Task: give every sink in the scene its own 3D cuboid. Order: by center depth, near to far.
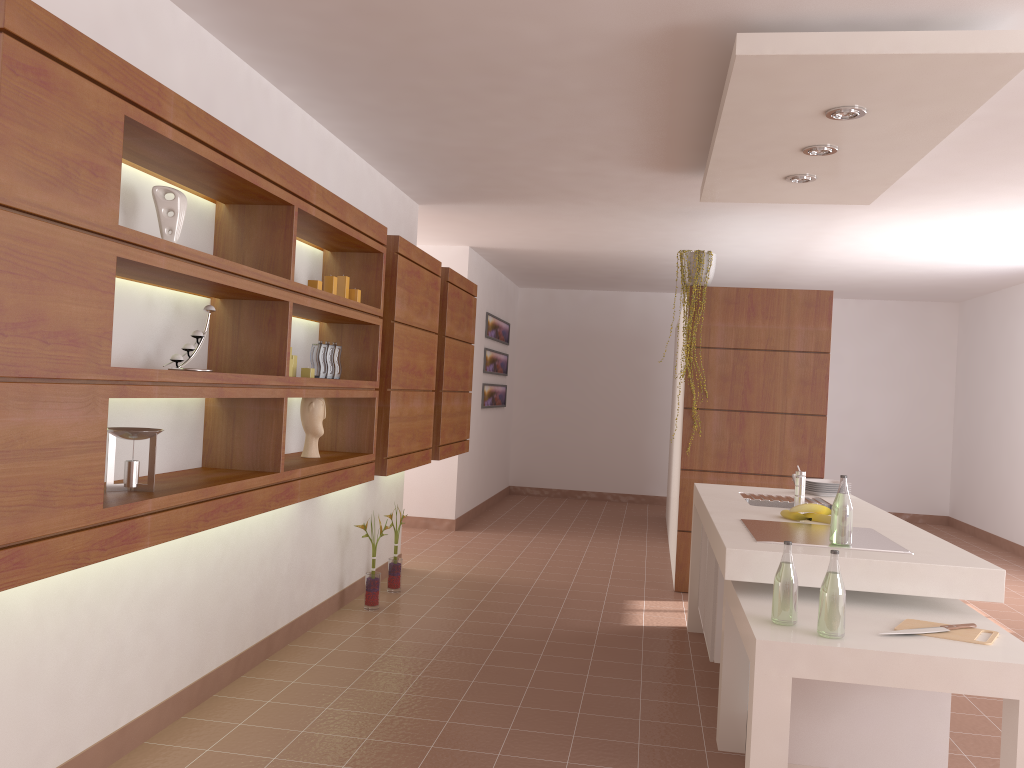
[{"bbox_3d":[1.311,0.554,4.209,0.404,0.368,0.668,3,0,9],"label":"sink"}]

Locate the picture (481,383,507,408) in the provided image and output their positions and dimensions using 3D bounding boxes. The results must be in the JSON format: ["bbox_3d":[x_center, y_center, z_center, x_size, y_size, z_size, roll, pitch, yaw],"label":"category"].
[{"bbox_3d":[-0.179,0.126,9.401,0.015,0.248,1.408,3,0,9],"label":"picture"}]

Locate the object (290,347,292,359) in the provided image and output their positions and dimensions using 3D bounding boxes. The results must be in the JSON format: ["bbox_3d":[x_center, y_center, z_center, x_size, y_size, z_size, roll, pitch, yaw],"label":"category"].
[{"bbox_3d":[-0.913,-0.090,3.553,0.044,0.120,0.044,3,0,9],"label":"object"}]

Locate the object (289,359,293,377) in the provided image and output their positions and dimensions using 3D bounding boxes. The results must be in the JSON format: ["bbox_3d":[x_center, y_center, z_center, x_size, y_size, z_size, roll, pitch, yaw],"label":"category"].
[{"bbox_3d":[-0.890,-0.064,3.485,0.044,0.070,0.044,3,0,9],"label":"object"}]

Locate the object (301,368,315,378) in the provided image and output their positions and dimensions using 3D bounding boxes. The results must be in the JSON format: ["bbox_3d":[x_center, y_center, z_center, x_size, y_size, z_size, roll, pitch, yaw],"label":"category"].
[{"bbox_3d":[-0.849,-0.046,3.687,0.044,0.040,0.044,3,0,9],"label":"object"}]

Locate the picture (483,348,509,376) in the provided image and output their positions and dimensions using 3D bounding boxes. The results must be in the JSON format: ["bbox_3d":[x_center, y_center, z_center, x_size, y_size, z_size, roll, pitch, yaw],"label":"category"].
[{"bbox_3d":[-0.161,-0.223,9.403,0.015,0.248,1.408,3,0,9],"label":"picture"}]

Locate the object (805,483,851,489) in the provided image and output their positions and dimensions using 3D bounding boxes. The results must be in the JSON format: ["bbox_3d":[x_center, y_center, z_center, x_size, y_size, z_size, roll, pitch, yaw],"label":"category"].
[{"bbox_3d":[1.638,0.538,4.639,0.228,0.020,0.228,3,0,-9],"label":"object"}]

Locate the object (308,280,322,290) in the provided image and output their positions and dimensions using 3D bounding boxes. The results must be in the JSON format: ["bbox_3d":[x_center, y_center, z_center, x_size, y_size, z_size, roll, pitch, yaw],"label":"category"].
[{"bbox_3d":[-0.771,-0.388,3.468,0.044,0.049,0.044,3,0,9],"label":"object"}]

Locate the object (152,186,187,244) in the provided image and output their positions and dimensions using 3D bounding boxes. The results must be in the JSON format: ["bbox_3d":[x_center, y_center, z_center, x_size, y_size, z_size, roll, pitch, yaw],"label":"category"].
[{"bbox_3d":[-1.009,-0.480,2.602,0.103,0.197,0.071,3,0,-30],"label":"object"}]

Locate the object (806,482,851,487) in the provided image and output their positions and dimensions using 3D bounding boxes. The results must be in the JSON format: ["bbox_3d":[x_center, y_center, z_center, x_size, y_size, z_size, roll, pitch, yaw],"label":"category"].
[{"bbox_3d":[1.639,0.528,4.639,0.228,0.020,0.228,3,0,-9],"label":"object"}]

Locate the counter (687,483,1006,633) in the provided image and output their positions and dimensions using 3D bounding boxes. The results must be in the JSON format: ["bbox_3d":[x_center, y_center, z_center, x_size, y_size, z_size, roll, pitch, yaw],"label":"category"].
[{"bbox_3d":[1.226,0.953,3.791,0.821,0.800,2.156,3,0,9],"label":"counter"}]

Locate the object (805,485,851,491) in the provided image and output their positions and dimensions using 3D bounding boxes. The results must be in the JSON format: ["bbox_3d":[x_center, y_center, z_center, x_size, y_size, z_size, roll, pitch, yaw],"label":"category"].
[{"bbox_3d":[1.638,0.548,4.639,0.228,0.020,0.228,3,0,-9],"label":"object"}]

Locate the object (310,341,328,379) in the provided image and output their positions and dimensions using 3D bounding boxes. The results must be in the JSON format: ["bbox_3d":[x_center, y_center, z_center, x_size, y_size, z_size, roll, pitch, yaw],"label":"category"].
[{"bbox_3d":[-0.845,-0.107,3.880,0.054,0.165,0.065,3,0,25],"label":"object"}]

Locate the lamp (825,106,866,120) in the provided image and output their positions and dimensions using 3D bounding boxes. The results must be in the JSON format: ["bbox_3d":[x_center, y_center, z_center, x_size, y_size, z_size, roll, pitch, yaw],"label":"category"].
[{"bbox_3d":[1.244,-1.027,3.304,0.143,0.059,0.143,3,0,-8],"label":"lamp"}]

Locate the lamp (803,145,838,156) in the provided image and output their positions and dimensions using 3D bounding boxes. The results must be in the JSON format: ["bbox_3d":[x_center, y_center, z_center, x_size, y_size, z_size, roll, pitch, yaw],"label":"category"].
[{"bbox_3d":[1.323,-1.020,3.804,0.143,0.059,0.143,3,0,37],"label":"lamp"}]

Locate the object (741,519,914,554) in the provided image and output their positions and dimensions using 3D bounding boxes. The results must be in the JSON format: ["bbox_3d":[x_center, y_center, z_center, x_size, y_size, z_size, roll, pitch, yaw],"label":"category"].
[{"bbox_3d":[1.098,0.540,3.175,0.493,0.006,0.551,3,0,9],"label":"object"}]

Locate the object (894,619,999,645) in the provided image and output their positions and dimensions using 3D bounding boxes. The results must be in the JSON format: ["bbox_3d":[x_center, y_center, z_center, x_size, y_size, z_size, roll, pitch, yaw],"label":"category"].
[{"bbox_3d":[1.221,0.695,2.491,0.266,0.006,0.168,3,0,26],"label":"object"}]

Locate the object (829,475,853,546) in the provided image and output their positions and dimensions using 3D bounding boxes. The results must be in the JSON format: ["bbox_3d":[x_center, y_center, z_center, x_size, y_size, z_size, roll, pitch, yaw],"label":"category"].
[{"bbox_3d":[1.104,0.420,2.966,0.071,0.230,0.071,3,0,-10],"label":"object"}]

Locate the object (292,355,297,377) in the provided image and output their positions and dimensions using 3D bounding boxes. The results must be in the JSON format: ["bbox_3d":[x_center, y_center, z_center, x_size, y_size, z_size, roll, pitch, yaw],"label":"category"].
[{"bbox_3d":[-0.920,-0.075,3.674,0.044,0.090,0.044,3,0,9],"label":"object"}]

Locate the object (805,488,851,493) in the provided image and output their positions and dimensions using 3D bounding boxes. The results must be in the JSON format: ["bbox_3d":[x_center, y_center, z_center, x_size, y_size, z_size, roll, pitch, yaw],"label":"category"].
[{"bbox_3d":[1.637,0.558,4.639,0.228,0.020,0.228,3,0,-9],"label":"object"}]

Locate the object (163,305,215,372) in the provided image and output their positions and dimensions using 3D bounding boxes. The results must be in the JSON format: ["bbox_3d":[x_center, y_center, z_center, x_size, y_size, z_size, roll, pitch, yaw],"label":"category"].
[{"bbox_3d":[-1.006,-0.153,2.811,0.136,0.227,0.190,3,0,41],"label":"object"}]

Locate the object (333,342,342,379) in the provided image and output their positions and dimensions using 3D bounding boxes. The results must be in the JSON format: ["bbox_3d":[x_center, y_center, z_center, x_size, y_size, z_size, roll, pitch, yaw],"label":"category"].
[{"bbox_3d":[-0.801,-0.104,3.976,0.054,0.165,0.065,3,0,25],"label":"object"}]

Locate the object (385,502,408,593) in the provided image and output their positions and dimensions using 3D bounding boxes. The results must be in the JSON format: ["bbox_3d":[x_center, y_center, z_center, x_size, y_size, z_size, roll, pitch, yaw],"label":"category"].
[{"bbox_3d":[-0.704,0.989,5.381,0.087,0.546,0.296,3,0,9],"label":"object"}]

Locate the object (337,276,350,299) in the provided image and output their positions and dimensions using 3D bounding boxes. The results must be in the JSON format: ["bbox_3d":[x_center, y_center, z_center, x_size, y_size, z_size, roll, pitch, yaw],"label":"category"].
[{"bbox_3d":[-0.756,-0.420,3.960,0.044,0.120,0.044,3,0,9],"label":"object"}]

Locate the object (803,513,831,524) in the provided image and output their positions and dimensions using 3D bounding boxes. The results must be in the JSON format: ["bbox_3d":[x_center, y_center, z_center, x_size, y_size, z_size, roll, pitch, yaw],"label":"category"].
[{"bbox_3d":[1.229,0.534,3.532,0.060,0.033,0.207,3,0,-36],"label":"object"}]

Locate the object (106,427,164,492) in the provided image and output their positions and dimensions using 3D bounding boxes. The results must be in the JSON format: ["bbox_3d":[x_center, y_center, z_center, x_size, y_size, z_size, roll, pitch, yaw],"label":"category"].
[{"bbox_3d":[-1.056,0.210,2.466,0.159,0.171,0.159,3,-1,45],"label":"object"}]

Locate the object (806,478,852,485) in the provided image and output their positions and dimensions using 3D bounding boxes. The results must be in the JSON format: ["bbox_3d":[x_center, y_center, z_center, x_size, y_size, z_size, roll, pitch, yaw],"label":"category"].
[{"bbox_3d":[1.639,0.518,4.639,0.228,0.020,0.228,3,0,-9],"label":"object"}]

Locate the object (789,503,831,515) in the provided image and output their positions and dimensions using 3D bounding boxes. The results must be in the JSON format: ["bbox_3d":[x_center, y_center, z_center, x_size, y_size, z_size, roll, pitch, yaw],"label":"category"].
[{"bbox_3d":[1.215,0.506,3.557,0.207,0.055,0.047,3,0,-14],"label":"object"}]

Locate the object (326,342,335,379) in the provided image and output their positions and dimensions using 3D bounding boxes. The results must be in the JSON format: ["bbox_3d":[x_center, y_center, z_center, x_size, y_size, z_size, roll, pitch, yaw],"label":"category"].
[{"bbox_3d":[-0.823,-0.105,3.928,0.054,0.165,0.065,3,0,25],"label":"object"}]

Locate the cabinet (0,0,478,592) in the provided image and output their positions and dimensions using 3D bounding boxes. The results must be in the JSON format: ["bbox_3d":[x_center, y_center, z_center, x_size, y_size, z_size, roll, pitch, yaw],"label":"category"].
[{"bbox_3d":[-1.019,-0.165,4.111,0.754,1.200,4.718,3,0,9],"label":"cabinet"}]

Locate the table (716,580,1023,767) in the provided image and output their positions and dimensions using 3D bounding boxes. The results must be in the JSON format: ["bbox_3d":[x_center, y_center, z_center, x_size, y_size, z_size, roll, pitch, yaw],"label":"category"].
[{"bbox_3d":[1.062,1.015,2.749,0.737,0.647,1.003,3,0,9],"label":"table"}]

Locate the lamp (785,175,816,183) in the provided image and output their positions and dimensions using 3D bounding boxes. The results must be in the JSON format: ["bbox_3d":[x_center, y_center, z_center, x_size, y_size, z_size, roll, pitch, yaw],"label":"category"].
[{"bbox_3d":[1.401,-1.013,4.297,0.143,0.059,0.143,3,0,37],"label":"lamp"}]

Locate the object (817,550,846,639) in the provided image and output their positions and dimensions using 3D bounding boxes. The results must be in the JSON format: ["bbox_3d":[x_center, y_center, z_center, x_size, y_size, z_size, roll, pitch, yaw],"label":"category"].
[{"bbox_3d":[0.863,0.563,2.386,0.071,0.230,0.071,3,0,-10],"label":"object"}]

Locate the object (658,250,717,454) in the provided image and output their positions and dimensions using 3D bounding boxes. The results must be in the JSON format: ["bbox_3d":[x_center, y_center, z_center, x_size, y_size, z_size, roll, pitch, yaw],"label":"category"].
[{"bbox_3d":[1.165,-0.203,5.816,0.297,1.344,0.279,3,0,-32],"label":"object"}]

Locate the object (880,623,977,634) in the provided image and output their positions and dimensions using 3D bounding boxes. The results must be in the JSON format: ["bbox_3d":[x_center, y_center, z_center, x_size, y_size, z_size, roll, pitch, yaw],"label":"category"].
[{"bbox_3d":[1.168,0.685,2.473,0.375,0.008,0.041,3,0,-24],"label":"object"}]

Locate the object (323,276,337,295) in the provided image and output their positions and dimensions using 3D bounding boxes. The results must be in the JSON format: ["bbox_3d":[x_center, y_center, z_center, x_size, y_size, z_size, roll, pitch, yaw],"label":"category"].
[{"bbox_3d":[-0.765,-0.411,3.732,0.044,0.099,0.044,3,0,9],"label":"object"}]

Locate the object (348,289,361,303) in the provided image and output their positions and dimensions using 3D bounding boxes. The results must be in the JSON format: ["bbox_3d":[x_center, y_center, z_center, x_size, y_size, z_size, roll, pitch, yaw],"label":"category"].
[{"bbox_3d":[-0.713,-0.392,4.018,0.044,0.070,0.044,3,0,9],"label":"object"}]

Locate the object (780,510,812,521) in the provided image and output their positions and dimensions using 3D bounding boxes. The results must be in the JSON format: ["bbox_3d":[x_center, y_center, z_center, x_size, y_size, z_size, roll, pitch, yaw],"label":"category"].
[{"bbox_3d":[1.130,0.529,3.574,0.060,0.033,0.207,3,0,-11],"label":"object"}]

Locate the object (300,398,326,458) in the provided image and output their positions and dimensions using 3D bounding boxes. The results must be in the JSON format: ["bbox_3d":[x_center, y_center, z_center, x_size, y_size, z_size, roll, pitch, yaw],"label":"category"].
[{"bbox_3d":[-0.860,0.172,3.802,0.100,0.284,0.100,3,0,39],"label":"object"}]

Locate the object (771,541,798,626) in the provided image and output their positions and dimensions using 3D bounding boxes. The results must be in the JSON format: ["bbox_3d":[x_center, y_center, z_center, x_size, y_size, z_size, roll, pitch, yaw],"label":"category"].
[{"bbox_3d":[0.772,0.559,2.499,0.071,0.230,0.071,3,0,-10],"label":"object"}]

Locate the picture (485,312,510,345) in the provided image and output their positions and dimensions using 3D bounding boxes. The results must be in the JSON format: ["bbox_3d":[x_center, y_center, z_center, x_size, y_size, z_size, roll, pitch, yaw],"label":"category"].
[{"bbox_3d":[-0.142,-0.573,9.405,0.015,0.248,1.408,3,0,9],"label":"picture"}]

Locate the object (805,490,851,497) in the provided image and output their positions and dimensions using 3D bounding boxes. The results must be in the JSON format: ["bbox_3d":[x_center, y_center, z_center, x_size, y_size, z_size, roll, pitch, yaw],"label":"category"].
[{"bbox_3d":[1.637,0.568,4.639,0.228,0.020,0.228,3,0,-9],"label":"object"}]

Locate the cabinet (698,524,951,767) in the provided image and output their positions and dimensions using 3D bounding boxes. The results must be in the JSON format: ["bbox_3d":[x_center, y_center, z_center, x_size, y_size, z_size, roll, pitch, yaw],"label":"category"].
[{"bbox_3d":[1.219,1.002,3.734,0.737,0.700,2.048,3,0,9],"label":"cabinet"}]

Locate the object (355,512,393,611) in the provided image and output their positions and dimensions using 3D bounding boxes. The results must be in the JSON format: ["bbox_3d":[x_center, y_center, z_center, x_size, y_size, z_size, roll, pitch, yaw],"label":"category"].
[{"bbox_3d":[-0.771,0.982,4.941,0.087,0.546,0.296,3,0,25],"label":"object"}]
